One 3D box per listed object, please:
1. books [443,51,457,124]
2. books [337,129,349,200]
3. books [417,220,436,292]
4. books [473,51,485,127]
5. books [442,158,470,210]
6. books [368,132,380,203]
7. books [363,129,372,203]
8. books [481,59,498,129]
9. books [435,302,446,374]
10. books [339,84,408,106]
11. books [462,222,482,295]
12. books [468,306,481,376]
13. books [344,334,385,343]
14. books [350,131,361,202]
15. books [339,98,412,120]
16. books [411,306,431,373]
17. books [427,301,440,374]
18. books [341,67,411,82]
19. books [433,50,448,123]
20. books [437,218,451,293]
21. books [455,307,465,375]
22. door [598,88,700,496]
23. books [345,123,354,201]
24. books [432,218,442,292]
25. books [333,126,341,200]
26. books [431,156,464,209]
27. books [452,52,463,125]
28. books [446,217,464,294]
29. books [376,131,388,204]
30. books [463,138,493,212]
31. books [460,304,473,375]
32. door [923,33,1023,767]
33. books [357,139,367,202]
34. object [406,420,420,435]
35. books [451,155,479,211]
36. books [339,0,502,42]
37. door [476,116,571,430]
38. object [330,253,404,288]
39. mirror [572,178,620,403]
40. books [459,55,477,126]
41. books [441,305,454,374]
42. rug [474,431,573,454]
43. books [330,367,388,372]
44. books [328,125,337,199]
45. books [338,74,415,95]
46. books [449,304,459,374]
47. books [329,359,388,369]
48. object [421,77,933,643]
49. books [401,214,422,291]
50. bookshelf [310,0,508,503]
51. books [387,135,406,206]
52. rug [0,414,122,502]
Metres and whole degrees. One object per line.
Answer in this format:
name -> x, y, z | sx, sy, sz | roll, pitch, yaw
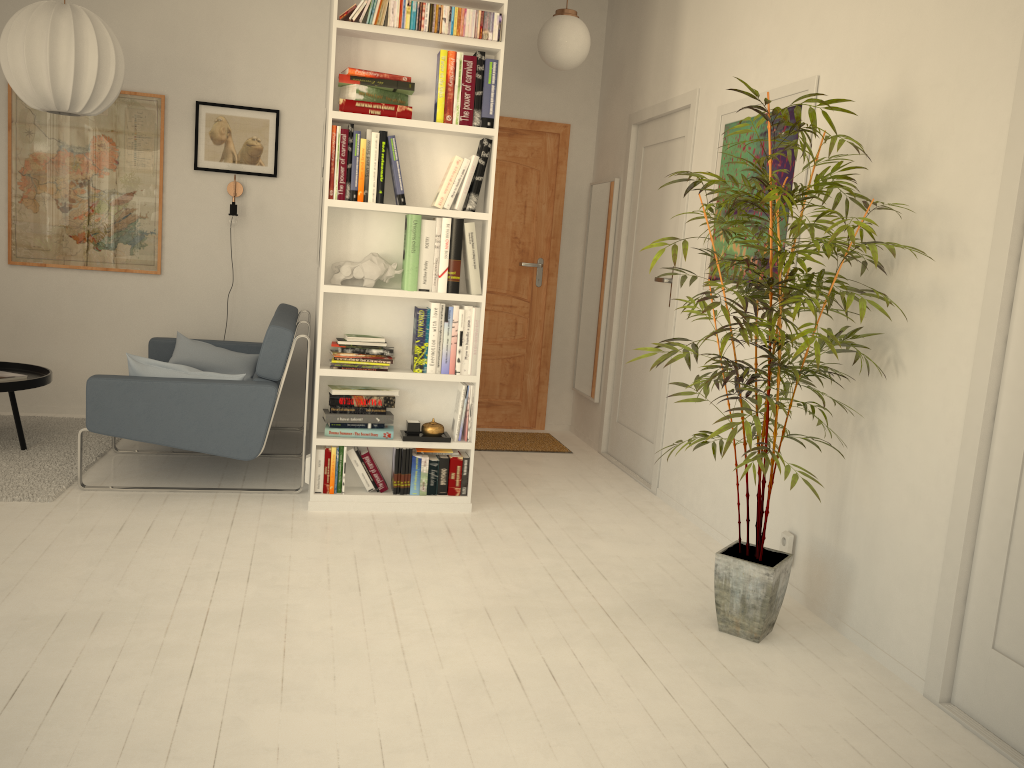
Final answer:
books -> -0.281, -1.265, 3.840 | 0.039, 0.301, 0.199 | 3, 8, -13
books -> -0.724, -0.926, 3.780 | 0.032, 0.291, 0.203 | 3, 8, -13
books -> -0.390, -0.565, 3.917 | 0.065, 0.311, 0.200 | 3, 8, -13
books -> -0.159, -1.266, 3.856 | 0.039, 0.317, 0.161 | 3, 8, -13
books -> -0.252, -0.872, 3.881 | 0.105, 0.225, 0.138 | 3, 8, -13
books -> -0.599, -0.919, 3.804 | 0.032, 0.290, 0.189 | 3, 8, -13
books -> -0.627, -0.927, 3.811 | 0.020, 0.304, 0.193 | 3, 8, -13
books -> -0.113, -1.250, 3.867 | 0.054, 0.289, 0.179 | 3, 8, -13
books -> -0.338, -0.216, 3.998 | 0.027, 0.310, 0.229 | 3, 8, -13
books -> -0.585, -1.214, 3.772 | 0.268, 0.064, 0.128 | -3, 11, -43
books -> -0.193, -0.562, 3.968 | 0.099, 0.315, 0.229 | 3, 8, -13
books -> -0.191, -0.205, 4.031 | 0.039, 0.302, 0.229 | 3, 8, -13
books -> -0.650, -0.201, 3.891 | 0.166, 0.019, 0.127 | 1, 9, -20
books -> -0.673, -0.922, 3.791 | 0.030, 0.289, 0.200 | 3, 8, -13
books -> -0.585, -1.155, 3.772 | 0.300, 0.056, 0.202 | 3, 9, -13
books -> -0.414, -0.204, 3.969 | 0.057, 0.283, 0.200 | 3, 8, -13
books -> -0.369, -0.217, 3.988 | 0.037, 0.311, 0.241 | 3, 8, -13
books -> -0.585, -1.295, 3.764 | 0.266, 0.026, 0.203 | 1, 9, -24
books -> -0.317, -1.271, 3.838 | 0.032, 0.300, 0.200 | 3, 8, -13
books -> -0.316, -0.571, 3.937 | 0.037, 0.324, 0.240 | 3, 8, -13
books -> -0.252, -0.199, 3.997 | 0.022, 0.291, 0.209 | 3, 8, -13
door -> 0.776, -0.501, 4.902 | 0.166, 2.031, 0.956 | 3, 8, -13
books -> -0.697, -0.938, 3.785 | 0.021, 0.317, 0.180 | 3, 8, -13
books -> -0.350, -0.574, 3.943 | 0.023, 0.321, 0.236 | 3, 8, -13
books -> -0.749, -0.933, 3.781 | 0.015, 0.300, 0.207 | 3, 8, -13
books -> -0.284, -0.875, 3.865 | 0.115, 0.231, 0.133 | 3, 8, -13
books -> -0.248, -1.263, 3.843 | 0.029, 0.300, 0.185 | 3, 8, -13
books -> -0.268, -0.571, 3.943 | 0.056, 0.327, 0.202 | 3, 8, -13
books -> -0.565, -0.923, 3.803 | 0.033, 0.306, 0.151 | 3, 8, -13
books -> -0.158, -0.914, 3.911 | 0.092, 0.318, 0.180 | 3, 8, -13
books -> -0.219, -0.203, 3.993 | 0.037, 0.307, 0.161 | 3, 8, -13
door -> 1.438, -0.019, 1.986 | 0.166, 2.031, 0.956 | 3, 8, -13
books -> -0.647, -0.905, 3.793 | 0.024, 0.260, 0.199 | 3, 8, -13
object -> -0.445, 0.196, 3.986 | 0.058, 0.055, 0.058 | 3, 8, -13
books -> -0.213, -0.880, 3.911 | 0.092, 0.244, 0.197 | 3, 8, -13
books -> -0.398, -1.528, 3.767 | 0.664, 0.110, 0.278 | 3, 9, -13
door -> -0.160, -0.716, 5.851 | 0.931, 2.031, 0.160 | 3, 8, -13
object -> -0.625, -0.495, 3.837 | 0.311, 0.150, 0.137 | 4, 8, -5
mirror -> 0.526, -0.599, 5.658 | 0.029, 1.369, 0.500 | 3, 8, -13
books -> -0.205, -1.255, 3.847 | 0.059, 0.291, 0.182 | 3, 8, -13
books -> -0.300, -0.201, 3.967 | 0.035, 0.304, 0.150 | 3, 8, -13
rug -> -0.147, 0.357, 5.559 | 0.941, 0.002, 0.553 | 3, 9, -13
books -> -0.674, -0.078, 3.908 | 0.247, 0.009, 0.170 | 3, 8, -10
books -> -0.768, -0.935, 3.783 | 0.021, 0.301, 0.222 | 3, 8, -13
books -> -0.581, -1.267, 3.778 | 0.314, 0.035, 0.205 | 3, 9, -13
books -> -0.277, -0.209, 4.004 | 0.025, 0.305, 0.213 | 3, 8, -13
books -> -0.678, -0.089, 3.903 | 0.246, 0.014, 0.173 | 2, 9, -14
object -> 0.489, -0.121, 3.267 | 0.778, 1.710, 2.090 | -1, 10, -32
books -> -0.448, -0.577, 3.898 | 0.056, 0.328, 0.229 | 3, 8, -13
bookshelf -> -0.450, -0.884, 3.861 | 0.710, 2.897, 0.249 | 3, 8, -13
books -> -0.505, -0.914, 3.830 | 0.093, 0.288, 0.200 | 3, 8, -13
rug -> -2.718, 0.322, 4.372 | 1.304, 0.012, 1.662 | 3, 9, -11
